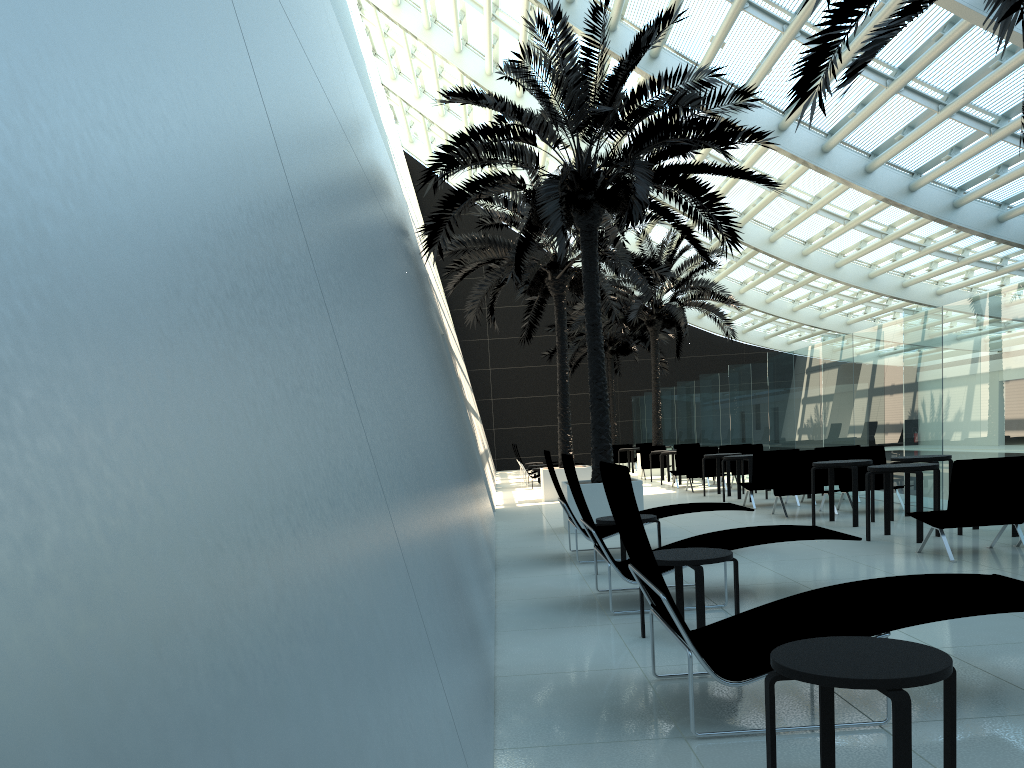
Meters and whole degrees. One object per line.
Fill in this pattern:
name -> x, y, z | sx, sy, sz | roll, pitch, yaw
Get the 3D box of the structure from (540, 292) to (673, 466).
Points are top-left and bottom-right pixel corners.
structure -> 3.928, -0.341, 33.218 | 4.432, 7.086, 4.787 | -5, 4, -22

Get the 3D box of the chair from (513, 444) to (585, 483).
chair -> 1.102, 2.291, 25.938 | 2.036, 1.169, 0.914 | -4, 3, -1

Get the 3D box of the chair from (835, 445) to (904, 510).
chair -> 4.976, 1.309, 12.014 | 0.716, 0.896, 0.880 | -4, 2, -1

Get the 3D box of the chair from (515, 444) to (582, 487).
chair -> 1.148, 2.125, 23.366 | 2.036, 1.169, 0.914 | -4, 3, -1

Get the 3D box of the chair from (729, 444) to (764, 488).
chair -> 4.874, 1.674, 17.669 | 0.716, 0.896, 0.880 | -4, 2, -1

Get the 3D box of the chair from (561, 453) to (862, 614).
chair -> 1.450, 1.043, 6.599 | 2.036, 1.169, 0.914 | -4, 3, -1

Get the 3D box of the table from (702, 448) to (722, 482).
table -> 4.847, 1.915, 20.550 | 0.681, 0.788, 0.672 | -1, 3, 42

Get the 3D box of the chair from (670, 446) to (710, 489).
chair -> 3.928, 1.840, 19.357 | 0.716, 0.896, 0.880 | -4, 2, -1

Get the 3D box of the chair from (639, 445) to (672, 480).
chair -> 3.843, 2.091, 23.243 | 0.716, 0.896, 0.880 | -4, 2, -1

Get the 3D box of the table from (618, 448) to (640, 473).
table -> 3.761, 2.432, 27.638 | 0.681, 0.788, 0.672 | -2, 3, 37

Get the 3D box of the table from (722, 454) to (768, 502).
table -> 3.981, 1.610, 14.898 | 0.681, 0.788, 0.672 | -1, 3, 42

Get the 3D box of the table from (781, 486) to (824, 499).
table -> 4.949, 1.550, 14.908 | 0.681, 0.788, 0.672 | -1, 3, 42

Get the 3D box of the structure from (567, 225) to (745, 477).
structure -> 4.049, -0.865, 25.074 | 4.815, 7.088, 4.403 | -4, 4, -7

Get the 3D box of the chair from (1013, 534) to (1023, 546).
chair -> 5.064, 1.044, 7.930 | 0.716, 0.896, 0.880 | -4, 2, -1

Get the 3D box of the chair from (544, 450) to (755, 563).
chair -> 1.404, 1.209, 9.171 | 2.036, 1.169, 0.914 | -4, 3, -1

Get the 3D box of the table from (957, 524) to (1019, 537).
table -> 5.053, 1.176, 9.114 | 0.681, 0.788, 0.672 | -1, 3, 42

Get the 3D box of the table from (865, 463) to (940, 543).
table -> 4.086, 1.236, 9.104 | 0.681, 0.788, 0.672 | -1, 3, 42

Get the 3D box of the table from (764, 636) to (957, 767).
table -> 1.155, 1.153, 2.899 | 0.555, 0.522, 0.548 | -2, 2, 42

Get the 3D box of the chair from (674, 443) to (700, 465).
chair -> 4.774, 2.034, 23.252 | 0.716, 0.896, 0.880 | -4, 2, -1

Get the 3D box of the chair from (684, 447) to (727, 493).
chair -> 3.944, 1.731, 17.660 | 0.716, 0.896, 0.880 | -4, 2, -1

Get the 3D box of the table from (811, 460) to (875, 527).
table -> 4.066, 1.340, 10.721 | 0.681, 0.788, 0.672 | -2, 3, 37

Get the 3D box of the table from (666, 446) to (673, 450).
table -> 4.729, 2.372, 27.648 | 0.681, 0.788, 0.672 | -2, 3, 37

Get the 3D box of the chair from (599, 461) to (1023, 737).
chair -> 1.496, 0.877, 4.027 | 2.036, 1.169, 0.914 | -4, 3, -1

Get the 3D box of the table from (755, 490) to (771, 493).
table -> 4.932, 1.645, 16.373 | 0.681, 0.788, 0.672 | -2, 3, 37

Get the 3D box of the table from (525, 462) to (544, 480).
table -> 0.713, 2.739, 27.462 | 0.555, 0.522, 0.548 | -2, 2, 42

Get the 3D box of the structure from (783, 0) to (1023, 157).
structure -> 4.399, -2.101, 5.930 | 4.833, 7.088, 4.387 | -2, 4, 18

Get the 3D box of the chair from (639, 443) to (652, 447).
chair -> 4.671, 2.402, 28.943 | 0.716, 0.896, 0.880 | -4, 2, -1

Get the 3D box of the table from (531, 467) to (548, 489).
table -> 0.807, 2.402, 22.238 | 0.555, 0.522, 0.548 | -3, 2, 37

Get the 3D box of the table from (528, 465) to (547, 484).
table -> 0.761, 2.568, 24.810 | 0.555, 0.522, 0.548 | -2, 2, 42

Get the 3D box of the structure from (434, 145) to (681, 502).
structure -> 0.834, -1.076, 17.622 | 4.297, 6.960, 4.575 | -1, 4, 33

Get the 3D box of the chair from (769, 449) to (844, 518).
chair -> 4.046, 1.366, 12.005 | 0.716, 0.896, 0.880 | -4, 2, -1

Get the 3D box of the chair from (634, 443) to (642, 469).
chair -> 4.655, 2.510, 30.641 | 0.716, 0.896, 0.880 | -4, 2, -1

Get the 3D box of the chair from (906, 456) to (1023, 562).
chair -> 4.134, 1.101, 7.921 | 0.716, 0.896, 0.880 | -4, 2, -1

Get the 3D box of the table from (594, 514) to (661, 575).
table -> 1.063, 1.485, 8.043 | 0.555, 0.522, 0.548 | -2, 2, 42

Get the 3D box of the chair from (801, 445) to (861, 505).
chair -> 4.960, 1.418, 13.724 | 0.716, 0.896, 0.880 | -4, 2, -1

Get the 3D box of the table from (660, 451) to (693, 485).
table -> 3.880, 1.974, 20.540 | 0.681, 0.788, 0.672 | -1, 3, 42

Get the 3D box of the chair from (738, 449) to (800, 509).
chair -> 4.029, 1.475, 13.715 | 0.716, 0.896, 0.880 | -4, 2, -1

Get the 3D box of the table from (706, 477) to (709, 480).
table -> 4.831, 2.007, 21.981 | 0.681, 0.788, 0.672 | -2, 3, 37

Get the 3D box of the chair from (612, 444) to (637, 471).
chair -> 3.741, 2.459, 28.934 | 0.716, 0.896, 0.880 | -4, 2, -1

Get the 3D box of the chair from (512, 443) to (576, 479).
chair -> 1.054, 2.463, 28.590 | 2.036, 1.169, 0.914 | -4, 3, -1

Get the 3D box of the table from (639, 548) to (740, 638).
table -> 1.109, 1.319, 5.471 | 0.555, 0.522, 0.548 | -2, 2, 42

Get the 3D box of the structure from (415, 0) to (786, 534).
structure -> 1.149, -1.445, 11.627 | 4.616, 6.899, 4.257 | -5, 4, -22

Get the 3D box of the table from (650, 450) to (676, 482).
table -> 3.863, 2.066, 21.971 | 0.681, 0.788, 0.672 | -2, 3, 37

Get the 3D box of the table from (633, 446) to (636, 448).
table -> 4.644, 2.643, 31.824 | 0.673, 0.788, 0.680 | -6, 3, -44

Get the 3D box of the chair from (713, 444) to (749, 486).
chair -> 4.858, 1.782, 19.367 | 0.716, 0.896, 0.880 | -4, 2, -1

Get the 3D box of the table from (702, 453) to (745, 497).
table -> 3.964, 1.704, 16.363 | 0.681, 0.788, 0.672 | -2, 3, 37

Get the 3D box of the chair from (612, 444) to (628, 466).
chair -> 3.725, 2.568, 30.632 | 0.716, 0.896, 0.880 | -4, 2, -1

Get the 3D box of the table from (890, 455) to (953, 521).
table -> 5.033, 1.280, 10.731 | 0.681, 0.788, 0.672 | -2, 3, 37
